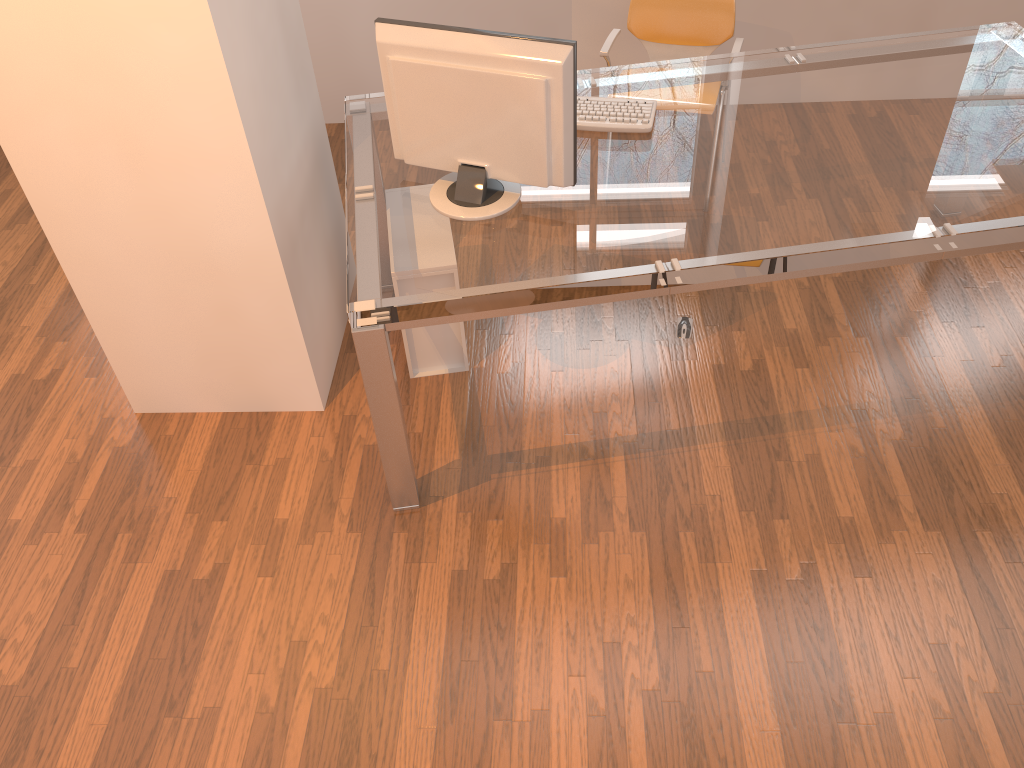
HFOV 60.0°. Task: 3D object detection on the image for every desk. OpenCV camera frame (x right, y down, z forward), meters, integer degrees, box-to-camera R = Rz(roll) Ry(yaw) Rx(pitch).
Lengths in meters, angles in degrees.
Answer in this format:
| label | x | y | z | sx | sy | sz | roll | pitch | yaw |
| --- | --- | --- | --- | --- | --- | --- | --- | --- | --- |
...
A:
| label | x | y | z | sx | sy | sz | roll | pitch | yaw |
| --- | --- | --- | --- | --- | --- | --- | --- | --- | --- |
| desk | 0.669 | -0.421 | 2.764 | 2.239 | 0.750 | 1.092 | -8 | 44 | -4 |

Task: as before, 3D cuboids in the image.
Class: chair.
| label | x | y | z | sx | sy | sz | roll | pitch | yaw |
| --- | --- | --- | --- | --- | --- | --- | --- | --- | --- |
| chair | 0.605 | -1.119 | 3.414 | 0.495 | 0.829 | 0.464 | 10 | 46 | 14 |

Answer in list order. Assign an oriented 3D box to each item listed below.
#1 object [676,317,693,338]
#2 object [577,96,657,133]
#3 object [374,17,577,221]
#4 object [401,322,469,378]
| label | x | y | z | sx | sy | sz | roll | pitch | yaw |
| --- | --- | --- | --- | --- | --- | --- | --- | --- | --- |
| object | 0.597 | -0.200 | 3.068 | 0.054 | 0.035 | 0.115 | 6 | 45 | 10 |
| object | 0.191 | -0.817 | 2.643 | 0.467 | 0.031 | 0.200 | 6 | 45 | 10 |
| object | -0.116 | -0.657 | 2.225 | 0.516 | 0.418 | 0.245 | 22 | 50 | 24 |
| object | -0.286 | -0.338 | 2.994 | 0.200 | 0.422 | 0.474 | -8 | 44 | -4 |
